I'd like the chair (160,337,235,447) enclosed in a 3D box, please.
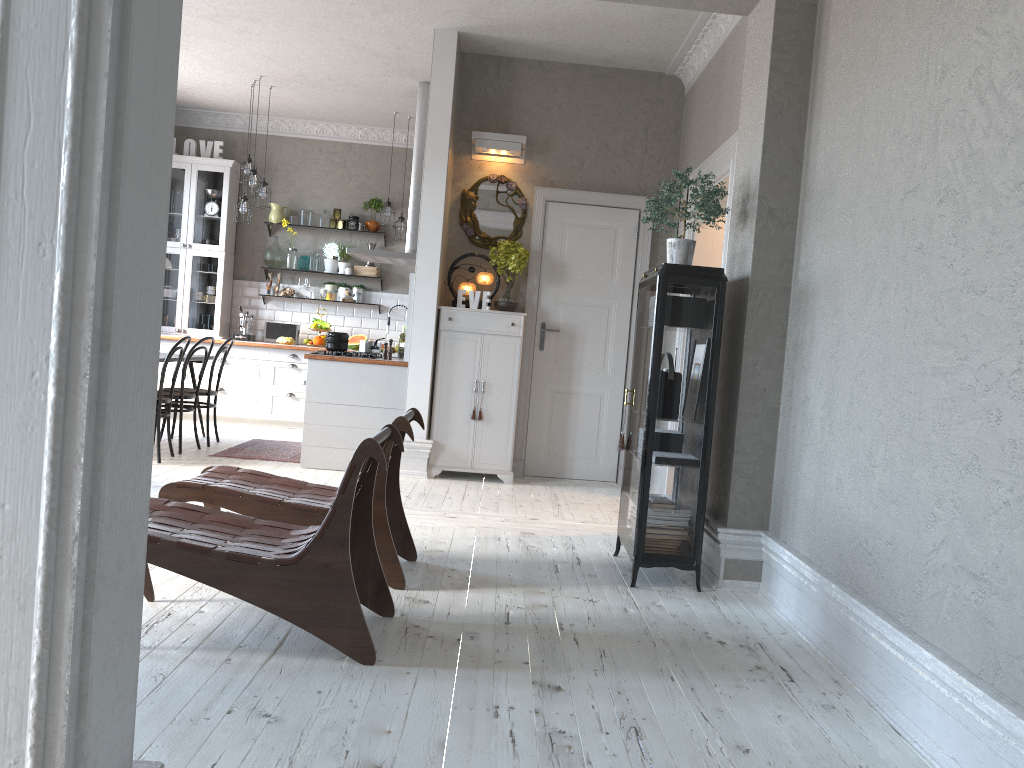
[{"bbox_3d":[-2.653,0.046,7.450,0.551,0.920,0.436,5,2,-5],"label":"chair"}]

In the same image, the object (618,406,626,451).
[{"bbox_3d":[0.567,0.225,4.519,0.044,0.234,0.041,7,3,44],"label":"object"}]

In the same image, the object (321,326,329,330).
[{"bbox_3d":[-2.031,-0.594,9.596,0.077,0.062,0.099,3,3,-29],"label":"object"}]

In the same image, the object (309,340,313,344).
[{"bbox_3d":[-2.164,-0.451,9.599,0.084,0.057,0.090,6,3,30],"label":"object"}]

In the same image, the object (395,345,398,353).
[{"bbox_3d":[-1.175,-0.380,9.575,0.208,0.119,0.129,3,3,-39],"label":"object"}]

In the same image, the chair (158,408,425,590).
[{"bbox_3d":[-0.920,0.444,3.849,1.019,0.720,0.506,5,2,-3],"label":"chair"}]

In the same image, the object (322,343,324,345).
[{"bbox_3d":[-2.062,-0.427,9.570,0.070,0.065,0.070,6,2,19],"label":"object"}]

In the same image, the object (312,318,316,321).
[{"bbox_3d":[-2.124,-0.690,9.586,0.074,0.058,0.050,4,3,-25],"label":"object"}]

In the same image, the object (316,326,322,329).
[{"bbox_3d":[-2.086,-0.599,9.559,0.063,0.061,0.066,5,2,-2],"label":"object"}]

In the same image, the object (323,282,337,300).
[{"bbox_3d":[-2.023,-1.035,9.827,0.159,0.217,0.153,4,2,-22],"label":"object"}]

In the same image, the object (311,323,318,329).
[{"bbox_3d":[-2.125,-0.624,9.540,0.058,0.069,0.080,5,2,18],"label":"object"}]

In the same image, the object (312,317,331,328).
[{"bbox_3d":[-2.060,-0.664,9.586,0.210,0.101,0.067,5,2,3],"label":"object"}]

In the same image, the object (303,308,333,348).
[{"bbox_3d":[-2.079,-0.610,9.613,0.356,0.425,0.347,4,2,-17],"label":"object"}]

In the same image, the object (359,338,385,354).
[{"bbox_3d":[-1.082,-0.307,7.067,0.298,0.134,0.178,6,3,32],"label":"object"}]

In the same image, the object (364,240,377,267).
[{"bbox_3d":[-1.561,-1.436,9.802,0.132,0.287,0.129,4,2,-17],"label":"object"}]

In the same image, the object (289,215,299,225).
[{"bbox_3d":[-2.400,-1.792,9.744,0.103,0.111,0.103,5,2,-2],"label":"object"}]

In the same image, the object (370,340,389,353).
[{"bbox_3d":[-1.408,-0.397,9.437,0.227,0.127,0.146,4,2,-20],"label":"object"}]

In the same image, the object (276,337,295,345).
[{"bbox_3d":[-2.408,-0.461,9.436,0.197,0.083,0.189,5,2,-2],"label":"object"}]

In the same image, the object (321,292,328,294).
[{"bbox_3d":[-2.061,-0.983,9.701,0.076,0.051,0.078,5,2,17],"label":"object"}]

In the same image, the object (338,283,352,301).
[{"bbox_3d":[-1.868,-1.018,9.844,0.170,0.214,0.150,6,3,28],"label":"object"}]

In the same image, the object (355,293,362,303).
[{"bbox_3d":[-1.687,-0.949,9.751,0.078,0.108,0.077,4,2,-9],"label":"object"}]

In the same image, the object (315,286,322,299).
[{"bbox_3d":[-2.129,-1.000,9.740,0.080,0.139,0.077,3,3,-29],"label":"object"}]

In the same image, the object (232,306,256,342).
[{"bbox_3d":[-2.883,-0.648,9.518,0.206,0.370,0.352,5,2,-1],"label":"object"}]

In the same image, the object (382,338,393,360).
[{"bbox_3d":[-0.948,-0.269,6.764,0.073,0.166,0.036,5,2,-3],"label":"object"}]

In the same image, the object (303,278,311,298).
[{"bbox_3d":[-2.244,-1.047,9.699,0.083,0.217,0.081,4,2,-16],"label":"object"}]

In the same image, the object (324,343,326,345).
[{"bbox_3d":[-1.991,-0.427,9.569,0.069,0.051,0.088,2,3,-44],"label":"object"}]

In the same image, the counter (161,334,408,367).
[{"bbox_3d":[-2.362,-0.346,8.208,3.168,0.039,3.384,5,2,-2],"label":"counter"}]

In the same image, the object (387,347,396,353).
[{"bbox_3d":[-1.314,-0.370,9.618,0.204,0.073,0.117,3,3,-39],"label":"object"}]

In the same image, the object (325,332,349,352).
[{"bbox_3d":[-1.347,-0.326,6.823,0.193,0.147,0.190,4,3,-22],"label":"object"}]

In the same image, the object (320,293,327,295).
[{"bbox_3d":[-2.062,-0.966,9.702,0.078,0.051,0.076,4,2,-9],"label":"object"}]

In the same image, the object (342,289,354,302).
[{"bbox_3d":[-1.795,-0.975,9.762,0.121,0.147,0.099,3,3,-34],"label":"object"}]

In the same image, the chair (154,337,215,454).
[{"bbox_3d":[-2.666,0.065,6.966,0.547,0.920,0.439,5,2,5],"label":"chair"}]

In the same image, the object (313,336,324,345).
[{"bbox_3d":[-2.077,-0.466,9.495,0.115,0.110,0.109,3,3,-35],"label":"object"}]

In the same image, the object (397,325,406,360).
[{"bbox_3d":[-0.886,-0.341,7.296,0.090,0.282,0.081,5,2,-2],"label":"object"}]

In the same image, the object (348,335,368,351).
[{"bbox_3d":[-1.664,-0.444,9.472,0.233,0.174,0.220,6,2,20],"label":"object"}]

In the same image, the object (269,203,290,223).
[{"bbox_3d":[-2.555,-1.855,9.675,0.189,0.216,0.174,5,2,12],"label":"object"}]

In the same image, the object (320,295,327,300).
[{"bbox_3d":[-2.064,-0.949,9.702,0.078,0.051,0.076,4,2,-9],"label":"object"}]

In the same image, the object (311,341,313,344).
[{"bbox_3d":[-2.150,-0.441,9.616,0.070,0.076,0.226,4,3,-19],"label":"object"}]

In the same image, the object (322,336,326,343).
[{"bbox_3d":[-2.037,-0.477,9.572,0.087,0.078,0.089,6,3,24],"label":"object"}]

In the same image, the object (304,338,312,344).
[{"bbox_3d":[-2.204,-0.459,9.633,0.075,0.072,0.154,6,3,28],"label":"object"}]

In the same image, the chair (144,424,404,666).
[{"bbox_3d":[-0.911,0.481,2.994,1.019,0.720,0.506,5,2,-3],"label":"chair"}]

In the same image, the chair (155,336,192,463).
[{"bbox_3d":[-2.657,0.089,6.433,0.551,0.920,0.436,5,2,-5],"label":"chair"}]

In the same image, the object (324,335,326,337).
[{"bbox_3d":[-1.990,-0.505,9.646,0.128,0.056,0.059,4,2,-10],"label":"object"}]

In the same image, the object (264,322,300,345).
[{"bbox_3d":[-2.502,-0.548,9.630,0.352,0.226,0.088,5,2,-3],"label":"object"}]

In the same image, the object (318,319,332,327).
[{"bbox_3d":[-2.033,-0.654,9.656,0.178,0.096,0.089,6,2,18],"label":"object"}]

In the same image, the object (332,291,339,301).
[{"bbox_3d":[-1.947,-0.971,9.762,0.078,0.108,0.077,4,2,-9],"label":"object"}]

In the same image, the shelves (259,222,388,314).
[{"bbox_3d":[-2.074,-1.254,9.781,1.319,0.923,0.228,5,2,-3],"label":"shelves"}]

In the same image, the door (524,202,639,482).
[{"bbox_3d":[0.557,-0.326,7.064,0.753,2.182,0.080,5,2,-4],"label":"door"}]

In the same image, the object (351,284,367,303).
[{"bbox_3d":[-1.703,-1.004,9.862,0.159,0.213,0.152,5,2,-4],"label":"object"}]

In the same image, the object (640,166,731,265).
[{"bbox_3d":[0.827,-0.795,4.227,0.410,0.506,0.402,5,2,14],"label":"object"}]

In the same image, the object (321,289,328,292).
[{"bbox_3d":[-2.059,-1.009,9.700,0.078,0.051,0.076,4,2,-16],"label":"object"}]

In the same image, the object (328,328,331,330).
[{"bbox_3d":[-1.990,-0.595,9.628,0.052,0.050,0.049,5,2,7],"label":"object"}]

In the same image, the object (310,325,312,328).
[{"bbox_3d":[-2.142,-0.613,9.615,0.097,0.078,0.100,4,2,-15],"label":"object"}]

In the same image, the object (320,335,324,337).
[{"bbox_3d":[-2.070,-0.495,9.684,0.086,0.093,0.086,4,2,-6],"label":"object"}]
